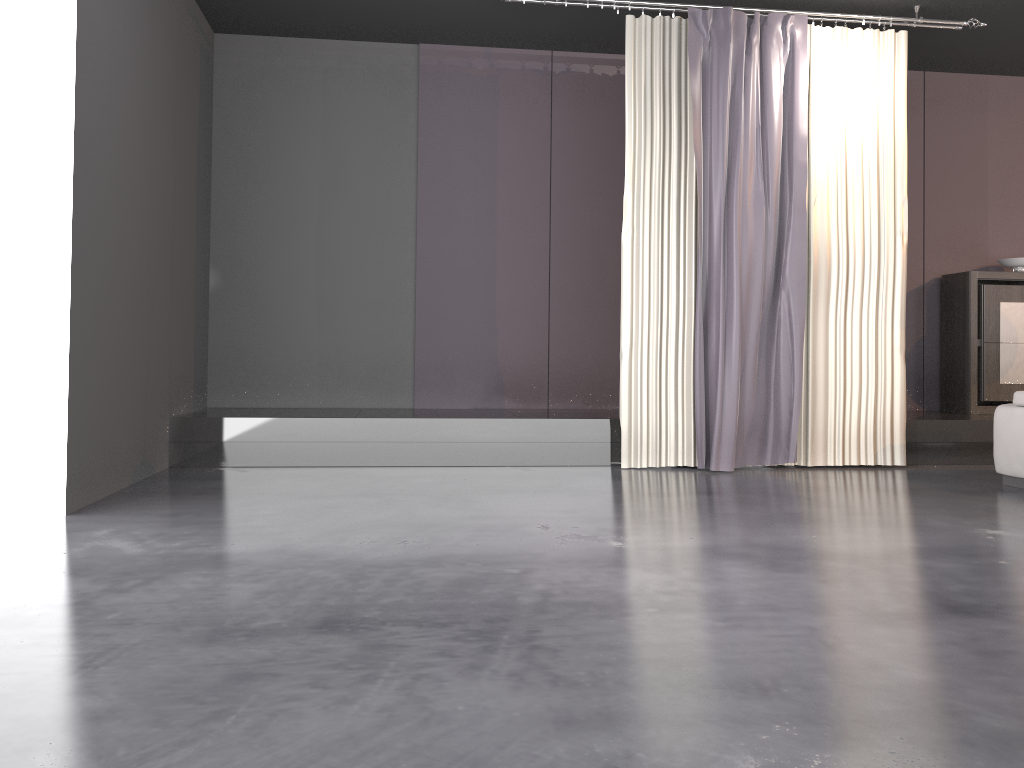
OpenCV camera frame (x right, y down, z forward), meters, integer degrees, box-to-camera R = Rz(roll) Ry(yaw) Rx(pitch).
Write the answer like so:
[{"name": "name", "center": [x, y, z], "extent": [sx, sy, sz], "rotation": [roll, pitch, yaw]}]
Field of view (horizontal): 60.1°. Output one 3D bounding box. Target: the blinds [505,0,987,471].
[{"name": "blinds", "center": [1.451, -0.967, 5.530], "extent": [3.288, 3.000, 0.248], "rotation": [1, -1, -7]}]

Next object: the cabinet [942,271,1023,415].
[{"name": "cabinet", "center": [3.942, -0.310, 6.841], "extent": [1.072, 1.076, 0.411], "rotation": [1, -1, -7]}]

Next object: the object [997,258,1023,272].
[{"name": "object", "center": [3.945, -0.907, 6.887], "extent": [0.309, 0.117, 0.309], "rotation": [1, 1, 27]}]

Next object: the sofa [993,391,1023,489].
[{"name": "sofa", "center": [4.258, 0.175, 4.308], "extent": [2.861, 0.859, 1.868], "rotation": [1, 1, -7]}]

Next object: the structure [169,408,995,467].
[{"name": "structure", "center": [1.787, 0.367, 6.297], "extent": [8.769, 0.301, 1.000], "rotation": [0, 1, -7]}]
